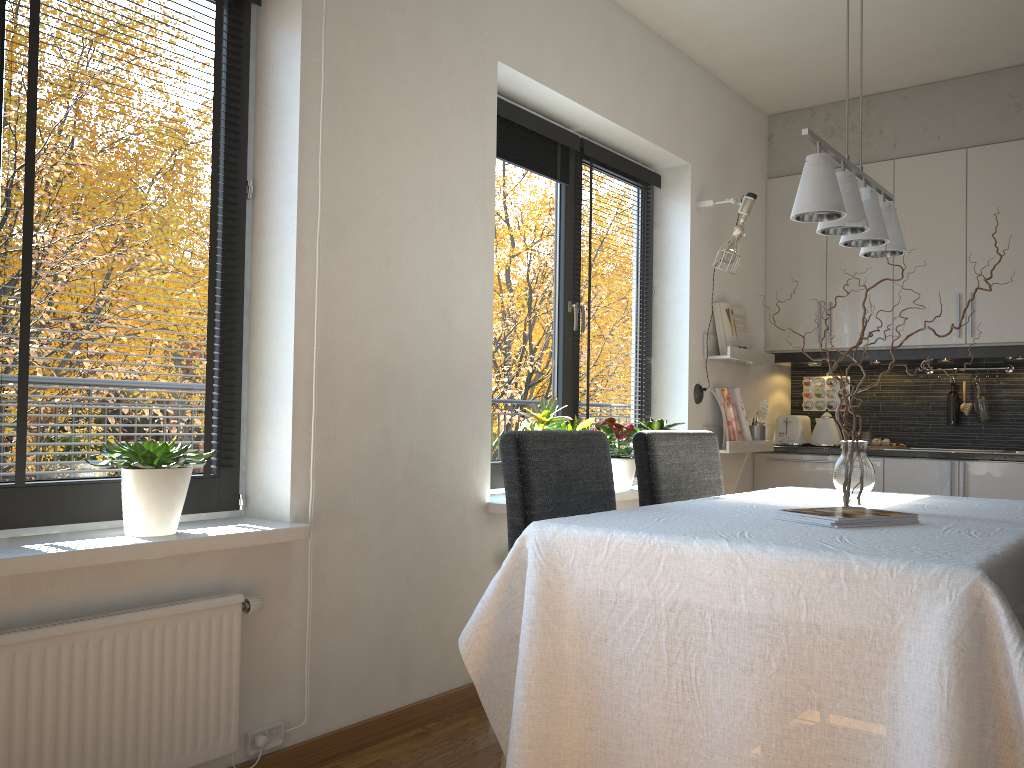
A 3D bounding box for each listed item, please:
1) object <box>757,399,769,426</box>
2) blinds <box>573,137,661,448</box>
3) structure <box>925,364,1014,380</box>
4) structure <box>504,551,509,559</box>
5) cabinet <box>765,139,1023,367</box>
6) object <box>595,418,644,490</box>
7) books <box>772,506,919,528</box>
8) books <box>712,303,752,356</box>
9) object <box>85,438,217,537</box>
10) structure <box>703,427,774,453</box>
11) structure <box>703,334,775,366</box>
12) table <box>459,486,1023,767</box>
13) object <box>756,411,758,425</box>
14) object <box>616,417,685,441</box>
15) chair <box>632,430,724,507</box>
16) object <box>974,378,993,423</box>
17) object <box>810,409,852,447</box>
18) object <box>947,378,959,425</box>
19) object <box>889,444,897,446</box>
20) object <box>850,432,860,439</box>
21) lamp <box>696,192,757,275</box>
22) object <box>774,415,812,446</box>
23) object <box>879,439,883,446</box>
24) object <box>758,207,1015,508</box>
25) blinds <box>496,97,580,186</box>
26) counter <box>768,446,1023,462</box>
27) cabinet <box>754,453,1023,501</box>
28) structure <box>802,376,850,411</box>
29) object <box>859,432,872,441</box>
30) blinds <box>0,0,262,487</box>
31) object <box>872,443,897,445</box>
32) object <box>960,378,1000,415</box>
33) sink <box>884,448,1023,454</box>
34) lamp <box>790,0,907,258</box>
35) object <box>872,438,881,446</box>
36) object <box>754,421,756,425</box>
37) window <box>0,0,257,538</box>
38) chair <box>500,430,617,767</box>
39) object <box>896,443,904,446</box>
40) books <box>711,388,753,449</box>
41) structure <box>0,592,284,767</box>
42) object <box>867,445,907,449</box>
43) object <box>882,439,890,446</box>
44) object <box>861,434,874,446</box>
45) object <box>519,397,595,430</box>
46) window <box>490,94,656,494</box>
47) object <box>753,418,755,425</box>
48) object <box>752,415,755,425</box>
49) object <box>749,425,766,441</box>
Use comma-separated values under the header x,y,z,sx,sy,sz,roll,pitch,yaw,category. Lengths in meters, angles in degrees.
x,y,z,sx,sy,sz,roll,pitch,yaw,category
1.376,0.215,4.856,0.060,0.267,0.119,0,-2,29,object
0.503,-0.361,4.176,0.049,1.422,0.711,0,-2,37,blinds
2.495,-0.065,4.858,0.443,0.081,0.067,-1,-2,37,structure
0.358,0.834,3.633,0.078,0.459,1.457,0,-2,39,structure
3.281,-0.673,4.036,4.235,1.069,0.458,-1,-2,37,cabinet
0.467,0.300,3.817,0.371,0.308,0.380,1,-2,12,object
0.794,0.315,2.112,0.278,0.022,0.204,2,-3,-26,books
1.188,-0.270,4.698,0.109,0.299,0.364,0,-2,37,books
-0.881,0.247,2.170,0.283,0.237,0.267,0,-2,19,object
1.201,0.293,4.682,0.147,0.129,0.595,0,-3,37,structure
1.209,-0.179,4.694,0.147,0.129,0.594,0,-3,37,structure
0.883,0.716,2.346,1.235,0.762,1.857,-1,-3,38,table
1.334,0.247,4.844,0.007,0.200,0.020,2,-2,-31,object
0.667,0.313,4.166,0.354,0.315,0.292,0,-2,29,object
0.730,0.637,2.895,0.545,0.960,0.462,-1,-2,43,chair
2.544,0.089,4.787,0.093,0.242,0.074,1,-2,11,object
1.786,0.259,5.008,0.178,0.236,0.204,1,-2,-16,object
2.433,0.098,4.890,0.060,0.256,0.060,2,-2,-31,object
2.116,0.346,5.051,0.024,0.015,0.249,1,-2,-8,object
1.948,0.312,5.056,0.071,0.076,0.071,0,-2,30,object
1.057,-0.736,4.391,0.312,0.395,0.131,-1,-2,42,lamp
1.628,0.276,5.139,0.175,0.192,0.253,0,-2,37,object
2.079,0.326,5.009,0.044,0.050,0.043,1,-2,-10,object
0.984,-0.050,2.431,0.615,0.784,0.403,1,-2,12,object
0.059,-0.988,3.599,0.049,0.229,0.711,0,-2,37,blinds
3.216,0.434,3.945,4.250,0.192,0.622,-1,-3,37,counter
3.036,0.712,3.710,4.223,0.690,0.040,-1,-2,37,cabinet
1.886,0.059,5.336,0.279,0.209,0.045,-1,-2,38,structure
2.032,0.315,5.103,0.071,0.076,0.071,0,-2,37,object
-0.966,-0.463,2.263,0.049,1.422,0.711,0,-2,37,blinds
2.109,0.342,5.038,0.021,0.019,0.174,2,-3,-30,object
2.536,0.070,4.811,0.188,0.203,0.072,0,-2,25,object
2.639,0.424,4.364,1.421,0.168,0.475,-1,-3,37,sink
0.929,-1.036,2.401,0.131,1.284,0.760,0,-2,37,lamp
2.040,0.327,4.965,0.045,0.045,0.046,-1,-2,40,object
1.333,0.255,4.895,0.065,0.166,0.007,2,-2,-30,object
-10.198,1.899,9.600,12.973,18.363,21.836,2,-2,-22,window
0.301,0.607,2.337,0.545,0.960,0.462,0,-2,38,chair
2.140,0.343,5.048,0.024,0.017,0.249,2,-2,-18,object
1.156,0.181,4.643,0.138,0.330,0.283,0,-2,35,books
-1.038,0.737,1.814,0.078,0.459,1.458,0,-2,36,structure
2.047,0.357,5.049,0.335,0.012,0.213,-1,-3,39,object
2.090,0.328,4.956,0.043,0.043,0.044,0,-2,34,object
2.016,0.318,5.030,0.065,0.064,0.065,0,-2,37,object
0.151,0.242,3.452,0.333,0.384,0.299,2,-2,-37,object
0.237,-0.334,3.893,0.119,1.587,1.562,0,-2,37,window
1.309,0.262,4.834,0.007,0.159,0.089,1,-2,-2,object
1.319,0.250,4.888,0.007,0.161,0.087,0,-2,39,object
1.334,0.289,4.853,0.103,0.124,0.103,0,-2,35,object
